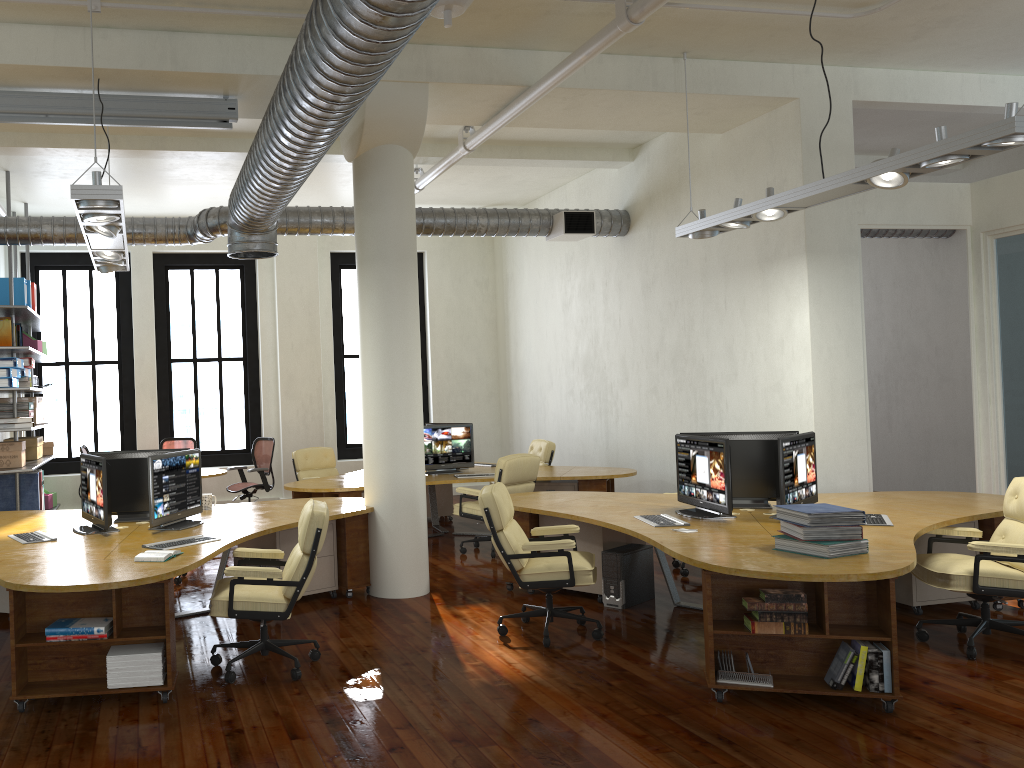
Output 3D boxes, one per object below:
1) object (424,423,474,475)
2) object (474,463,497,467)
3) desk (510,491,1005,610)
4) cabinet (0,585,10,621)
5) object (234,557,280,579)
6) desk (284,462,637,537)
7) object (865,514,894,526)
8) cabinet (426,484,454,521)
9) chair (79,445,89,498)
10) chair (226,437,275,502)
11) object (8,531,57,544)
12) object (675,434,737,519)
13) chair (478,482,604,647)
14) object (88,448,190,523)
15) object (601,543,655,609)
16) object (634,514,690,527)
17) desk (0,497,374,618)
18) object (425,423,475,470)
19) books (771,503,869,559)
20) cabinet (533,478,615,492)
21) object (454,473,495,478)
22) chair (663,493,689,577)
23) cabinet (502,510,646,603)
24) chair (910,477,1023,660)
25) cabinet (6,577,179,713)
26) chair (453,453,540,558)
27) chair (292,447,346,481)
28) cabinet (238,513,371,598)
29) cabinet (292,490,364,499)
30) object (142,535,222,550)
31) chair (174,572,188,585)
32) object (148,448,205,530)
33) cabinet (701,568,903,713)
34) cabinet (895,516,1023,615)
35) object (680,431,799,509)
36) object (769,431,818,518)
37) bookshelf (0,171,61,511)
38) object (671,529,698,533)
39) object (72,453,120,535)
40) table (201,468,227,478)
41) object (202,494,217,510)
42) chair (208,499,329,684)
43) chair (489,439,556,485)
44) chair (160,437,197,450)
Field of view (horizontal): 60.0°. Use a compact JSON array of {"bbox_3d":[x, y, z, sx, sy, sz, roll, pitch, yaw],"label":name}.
[{"bbox_3d":[-0.799,0.744,10.131,0.759,0.552,0.309,-2,-1,-20],"label":"object"},{"bbox_3d":[-0.332,1.001,11.007,0.208,0.016,0.521,-2,0,-39],"label":"object"},{"bbox_3d":[1.374,1.286,6.540,3.857,0.734,3.506,-2,-1,43],"label":"desk"},{"bbox_3d":[-4.217,1.511,7.350,0.953,0.709,0.824,-2,-1,20],"label":"cabinet"},{"bbox_3d":[-2.017,1.579,7.030,0.164,0.411,0.526,-2,-1,-39],"label":"object"},{"bbox_3d":[-0.904,1.396,10.806,3.769,0.734,3.620,-2,0,-12],"label":"desk"},{"bbox_3d":[2.308,0.872,5.725,0.246,0.016,0.441,-2,0,20],"label":"object"},{"bbox_3d":[-1.220,1.433,11.844,0.856,0.709,0.921,-2,-1,-13],"label":"cabinet"},{"bbox_3d":[-5.208,1.350,11.395,0.732,1.158,0.753,-2,-1,-14],"label":"chair"},{"bbox_3d":[-5.542,1.347,9.073,1.042,1.158,7.155,-3,-1,39],"label":"chair"},{"bbox_3d":[-3.387,1.080,6.256,0.208,0.016,0.521,-2,0,-39],"label":"object"},{"bbox_3d":[1.329,0.642,6.229,0.284,0.552,0.827,-2,-1,-12],"label":"object"},{"bbox_3d":[0.203,1.186,6.034,0.820,1.021,0.682,-2,-1,12],"label":"chair"},{"bbox_3d":[-2.957,0.801,7.061,0.798,0.552,0.294,-2,-1,-4],"label":"object"},{"bbox_3d":[0.892,1.473,6.827,0.199,0.411,0.433,-3,-1,42],"label":"object"},{"bbox_3d":[1.007,0.920,5.999,0.228,0.016,0.479,-2,0,-7],"label":"object"},{"bbox_3d":[-3.192,1.453,6.888,3.762,0.734,3.611,-2,0,20],"label":"desk"},{"bbox_3d":[-0.753,0.746,10.700,0.263,0.552,0.889,-2,-1,-44],"label":"object"},{"bbox_3d":[1.644,0.785,4.778,0.409,0.227,0.467,-2,0,-7],"label":"books"},{"bbox_3d":[0.648,1.352,9.846,0.947,0.709,0.830,-2,-1,17],"label":"cabinet"},{"bbox_3d":[-0.380,0.994,9.644,0.470,0.016,0.232,-2,0,-5],"label":"object"},{"bbox_3d":[1.757,1.142,7.823,0.789,1.021,0.704,-3,-1,42],"label":"chair"},{"bbox_3d":[0.532,1.340,7.327,0.979,0.709,0.798,-3,-1,42],"label":"cabinet"},{"bbox_3d":[2.903,1.085,5.387,0.808,1.021,0.693,-2,-1,7],"label":"chair"},{"bbox_3d":[-2.426,1.433,5.287,0.863,0.709,0.914,-2,-1,-11],"label":"cabinet"},{"bbox_3d":[-0.166,1.220,9.114,0.859,1.021,0.646,-3,-1,42],"label":"chair"},{"bbox_3d":[-2.301,1.310,11.119,0.647,1.021,0.858,-2,-1,-43],"label":"chair"},{"bbox_3d":[-1.775,1.424,7.514,0.805,0.709,0.971,-2,-1,-41],"label":"cabinet"},{"bbox_3d":[-1.761,1.437,9.571,0.803,0.709,0.973,-2,-1,-43],"label":"cabinet"},{"bbox_3d":[-2.150,1.032,5.783,0.252,0.016,0.430,-2,0,36],"label":"object"},{"bbox_3d":[-3.386,1.330,8.305,0.704,1.021,0.796,-2,-1,-9],"label":"chair"},{"bbox_3d":[-2.492,0.782,6.604,0.304,0.552,0.772,-2,-1,8],"label":"object"},{"bbox_3d":[1.506,1.289,4.894,0.930,0.709,0.846,-2,-1,12],"label":"cabinet"},{"bbox_3d":[3.041,1.245,6.534,0.846,0.709,0.931,-2,-1,-18],"label":"cabinet"},{"bbox_3d":[1.691,0.631,6.591,0.863,0.552,0.271,-2,-1,20],"label":"object"},{"bbox_3d":[1.951,0.618,6.019,0.320,0.552,0.730,-3,-1,36],"label":"object"},{"bbox_3d":[-6.235,-0.174,11.185,0.620,4.603,3.805,-2,-1,-22],"label":"bookshelf"},{"bbox_3d":[1.079,0.916,5.560,0.102,0.015,0.145,-2,0,-31],"label":"object"},{"bbox_3d":[-3.095,0.803,6.549,0.266,0.552,0.880,-2,-1,-35],"label":"object"},{"bbox_3d":[-4.405,1.527,11.447,1.538,0.745,1.428,-2,0,8],"label":"table"},{"bbox_3d":[-2.603,1.005,7.569,0.117,0.131,0.132,-2,-1,22],"label":"object"},{"bbox_3d":[-1.510,1.244,5.501,0.767,1.021,0.730,-2,-1,-8],"label":"chair"},{"bbox_3d":[0.111,1.224,11.285,0.754,1.021,0.743,-2,-1,-13],"label":"chair"},{"bbox_3d":[-4.652,1.337,12.415,0.710,1.158,0.778,-2,-1,-10],"label":"chair"}]
